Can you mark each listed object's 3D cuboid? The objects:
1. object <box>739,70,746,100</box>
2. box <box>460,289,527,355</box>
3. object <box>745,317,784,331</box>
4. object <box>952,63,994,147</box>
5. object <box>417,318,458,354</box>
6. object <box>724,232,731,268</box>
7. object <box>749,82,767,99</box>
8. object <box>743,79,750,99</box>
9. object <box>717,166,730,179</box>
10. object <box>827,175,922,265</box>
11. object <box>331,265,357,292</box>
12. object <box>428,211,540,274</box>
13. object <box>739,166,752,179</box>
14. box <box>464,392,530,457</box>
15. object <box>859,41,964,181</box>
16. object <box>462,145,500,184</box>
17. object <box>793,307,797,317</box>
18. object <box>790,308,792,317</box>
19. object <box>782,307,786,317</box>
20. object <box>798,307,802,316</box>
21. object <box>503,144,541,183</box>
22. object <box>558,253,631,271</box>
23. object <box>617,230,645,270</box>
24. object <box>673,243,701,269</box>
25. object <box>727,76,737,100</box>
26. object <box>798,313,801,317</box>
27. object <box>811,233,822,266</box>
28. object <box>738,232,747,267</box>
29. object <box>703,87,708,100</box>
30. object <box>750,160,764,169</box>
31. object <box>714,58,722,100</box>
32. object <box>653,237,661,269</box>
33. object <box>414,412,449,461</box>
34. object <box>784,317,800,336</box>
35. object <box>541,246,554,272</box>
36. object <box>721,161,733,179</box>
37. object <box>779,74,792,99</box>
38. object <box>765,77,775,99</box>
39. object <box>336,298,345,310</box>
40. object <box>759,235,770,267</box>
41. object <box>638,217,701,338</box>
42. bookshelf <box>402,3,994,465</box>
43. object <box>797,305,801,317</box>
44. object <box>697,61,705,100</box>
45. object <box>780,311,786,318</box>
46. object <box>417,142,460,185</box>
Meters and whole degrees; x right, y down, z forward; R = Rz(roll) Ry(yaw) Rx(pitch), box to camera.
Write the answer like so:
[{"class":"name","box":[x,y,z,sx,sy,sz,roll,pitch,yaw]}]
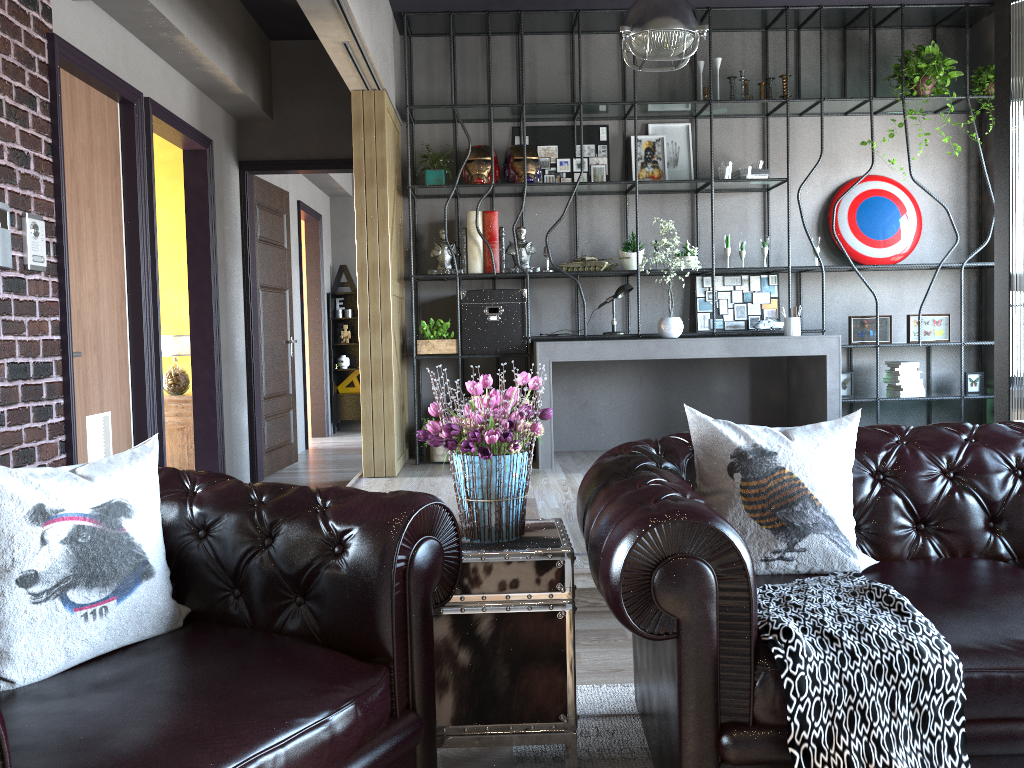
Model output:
[{"class":"object","box":[1.714,-2.202,6.591,0.100,0.243,0.100,-1,3,8]},{"class":"box","box":[-0.135,-0.472,6.710,0.489,0.480,0.374,-1,3,-1]},{"class":"object","box":[1.977,-0.464,6.773,0.379,0.111,0.351,1,4,32]},{"class":"object","box":[3.458,-2.041,6.518,0.444,0.633,0.402,0,3,17]},{"class":"object","box":[-0.545,-0.357,6.549,0.304,0.265,0.180,-1,3,-1]},{"class":"object","box":[1.603,-0.997,6.602,0.113,0.274,0.113,-1,3,3]},{"class":"object","box":[1.863,-2.161,6.606,0.189,0.152,0.190,0,3,22]},{"class":"object","box":[1.789,-2.205,6.763,0.080,0.226,0.080,-3,3,-28]},{"class":"object","box":[1.565,-1.549,6.548,0.092,0.099,0.093,1,4,36]},{"class":"object","box":[2.837,-1.274,6.924,0.751,0.739,0.185,-1,3,-1]},{"class":"object","box":[-2.041,-1.273,10.772,0.343,0.344,0.057,-1,3,-1]},{"class":"object","box":[-0.216,-1.052,6.678,0.833,0.466,0.290,-1,3,-1]},{"class":"object","box":[1.728,-1.553,6.551,0.092,0.099,0.092,-4,4,-43]},{"class":"box","box":[-0.117,0.312,6.745,0.489,0.480,0.374,-1,3,-1]},{"class":"object","box":[2.919,-1.982,6.511,0.720,1.025,0.650,0,3,17]},{"class":"object","box":[-0.235,-1.625,6.625,0.280,0.327,0.399,-1,3,4]},{"class":"object","box":[2.040,-0.457,6.407,0.023,0.204,0.037,1,3,38]},{"class":"object","box":[2.019,-0.466,6.413,0.009,0.167,0.061,-1,3,11]},{"class":"object","box":[1.977,-0.455,6.399,0.046,0.202,0.023,0,3,35]},{"class":"object","box":[2.054,-0.467,6.376,0.062,0.169,0.009,-1,3,-2]},{"class":"object","box":[0.084,-1.633,6.631,0.280,0.327,0.399,-2,3,-11]},{"class":"object","box":[0.632,-0.927,6.705,0.577,0.170,0.207,1,4,34]},{"class":"object","box":[0.899,-0.998,6.649,0.193,0.305,0.137,0,3,33]},{"class":"object","box":[1.305,-0.963,6.678,0.235,0.212,0.235,2,4,44]},{"class":"object","box":[1.654,-2.200,6.663,0.084,0.233,0.084,0,3,26]},{"class":"object","box":[2.037,-0.432,6.362,0.068,0.159,0.009,-1,3,12]},{"class":"object","box":[2.325,-1.022,6.782,0.113,0.270,0.113,-2,3,-12]},{"class":"object","box":[1.791,-1.032,6.904,0.113,0.301,0.113,0,3,18]},{"class":"object","box":[1.438,-2.138,6.586,0.135,0.129,0.135,-3,3,-28]},{"class":"object","box":[1.871,-1.664,6.772,0.103,0.068,0.103,-2,3,-8]},{"class":"object","box":[1.572,-2.283,6.765,0.128,0.390,0.128,-4,3,-42]},{"class":"object","box":[1.117,-0.999,6.843,0.113,0.273,0.113,-3,3,-35]},{"class":"object","box":[-0.567,0.389,6.650,0.345,0.362,0.332,-1,3,2]},{"class":"object","box":[2.013,-0.410,6.373,0.110,0.137,0.110,-1,3,9]},{"class":"object","box":[0.262,-0.927,6.585,0.093,0.200,0.093,-2,3,-6]},{"class":"object","box":[1.611,-1.584,6.652,0.087,0.155,0.087,-1,3,11]},{"class":"object","box":[2.041,-2.206,6.622,0.130,0.232,0.130,-3,3,-24]},{"class":"object","box":[1.956,-2.210,6.718,0.084,0.233,0.084,-2,3,-20]},{"class":"object","box":[-2.090,-0.974,10.787,0.107,0.151,0.055,-1,3,-1]},{"class":"object","box":[1.893,-0.992,6.646,0.113,0.246,0.113,0,3,18]},{"class":"object","box":[1.123,-0.752,6.221,0.398,0.851,0.420,-4,4,-45]},{"class":"bookshelf","box":[1.481,-1.101,6.727,4.483,3.280,0.527,-1,3,-1]},{"class":"object","box":[2.054,-0.475,6.388,0.052,0.185,0.009,-1,3,1]},{"class":"object","box":[1.458,-2.284,6.833,0.128,0.390,0.128,-3,3,-33]},{"class":"object","box":[1.992,-0.446,6.385,0.137,0.190,0.009,-1,3,2]},{"class":"object","box":[-0.579,-1.619,6.633,0.295,0.339,0.324,2,4,45]}]
